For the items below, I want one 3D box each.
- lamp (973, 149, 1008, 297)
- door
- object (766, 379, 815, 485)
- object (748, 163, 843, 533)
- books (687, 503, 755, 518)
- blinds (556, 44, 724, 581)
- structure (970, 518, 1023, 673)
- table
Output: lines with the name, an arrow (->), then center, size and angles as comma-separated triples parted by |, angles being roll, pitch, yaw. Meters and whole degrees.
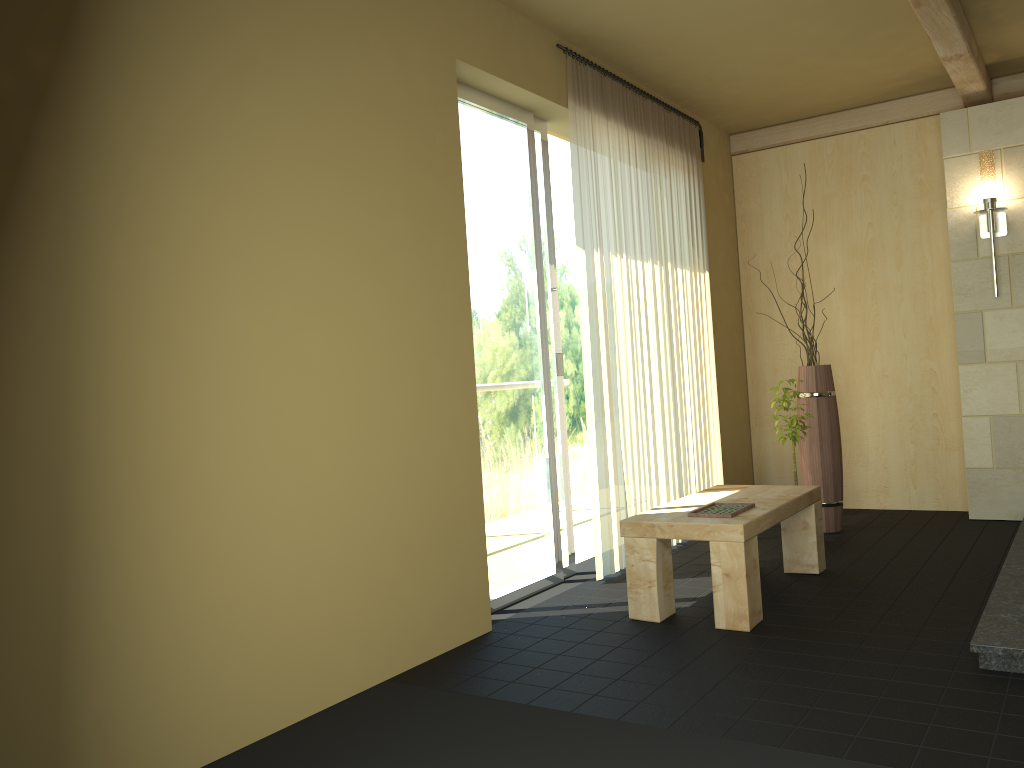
lamp -> 2.744, -0.915, 5.074 | 0.176, 0.837, 0.188 | -4, -1, 33
door -> -0.027, -0.165, 4.104 | 0.063, 2.334, 1.038 | -4, -1, 32
object -> 1.540, 0.417, 4.882 | 0.242, 0.930, 0.266 | -3, -1, -18
object -> 1.707, -0.213, 5.304 | 0.468, 2.180, 0.462 | -4, -1, -6
books -> 0.865, 0.519, 3.651 | 0.181, 0.014, 0.294 | -4, 0, 33
blinds -> 0.833, -0.382, 5.030 | 0.064, 2.581, 1.944 | -4, -1, 32
structure -> 3.307, 0.886, 3.805 | 1.971, 0.636, 3.801 | -4, 0, 33
table -> 0.971, 0.719, 3.918 | 0.513, 0.400, 1.125 | -4, 0, 33
